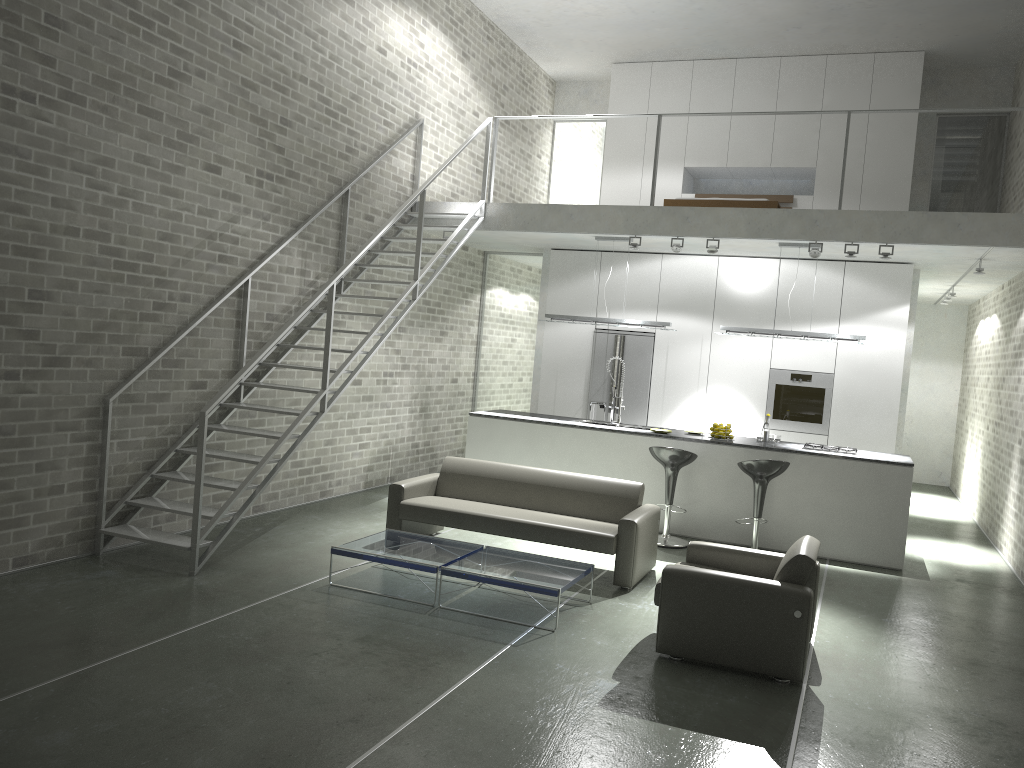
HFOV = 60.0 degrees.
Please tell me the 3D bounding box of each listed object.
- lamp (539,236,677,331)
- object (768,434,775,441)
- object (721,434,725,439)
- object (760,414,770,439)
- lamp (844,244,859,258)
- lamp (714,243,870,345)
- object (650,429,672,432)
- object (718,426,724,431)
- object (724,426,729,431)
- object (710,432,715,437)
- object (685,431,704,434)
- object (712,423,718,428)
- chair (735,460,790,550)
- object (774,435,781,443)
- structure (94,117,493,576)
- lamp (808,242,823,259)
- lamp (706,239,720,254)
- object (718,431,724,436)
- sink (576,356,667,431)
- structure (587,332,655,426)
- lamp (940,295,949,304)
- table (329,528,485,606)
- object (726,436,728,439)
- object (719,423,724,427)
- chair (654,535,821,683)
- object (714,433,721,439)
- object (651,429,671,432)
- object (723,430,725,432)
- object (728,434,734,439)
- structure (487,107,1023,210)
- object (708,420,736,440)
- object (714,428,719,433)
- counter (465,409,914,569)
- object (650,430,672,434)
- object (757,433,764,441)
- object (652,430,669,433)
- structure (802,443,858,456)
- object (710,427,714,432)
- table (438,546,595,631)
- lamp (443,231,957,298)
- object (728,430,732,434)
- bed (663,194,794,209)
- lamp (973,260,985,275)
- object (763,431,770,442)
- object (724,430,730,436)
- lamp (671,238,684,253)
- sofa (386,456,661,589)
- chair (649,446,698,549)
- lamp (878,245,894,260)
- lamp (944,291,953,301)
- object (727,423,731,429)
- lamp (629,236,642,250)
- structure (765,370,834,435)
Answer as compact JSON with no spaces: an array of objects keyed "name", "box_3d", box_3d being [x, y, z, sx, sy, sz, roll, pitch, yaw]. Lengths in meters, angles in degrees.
[{"name":"lamp","box_3d":[1.074,-1.116,9.682,1.490,0.964,0.290,6,3,21]},{"name":"object","box_3d":[2.673,0.552,9.125,0.064,0.070,0.063,3,3,-31]},{"name":"object","box_3d":[2.109,0.524,8.844,0.051,0.053,0.063,6,3,19]},{"name":"object","box_3d":[2.595,0.442,8.991,0.088,0.288,0.101,3,3,-38]},{"name":"lamp","box_3d":[3.263,-1.279,8.525,0.109,0.135,0.109,4,3,-20]},{"name":"lamp","box_3d":[2.867,-0.935,8.973,1.490,0.964,0.290,6,3,21]},{"name":"object","box_3d":[1.511,0.479,8.987,0.217,0.017,0.216,3,3,-36]},{"name":"object","box_3d":[2.087,0.447,8.844,0.061,0.052,0.053,6,3,25]},{"name":"object","box_3d":[2.145,0.440,8.855,0.051,0.053,0.063,6,3,24]},{"name":"object","box_3d":[2.027,0.506,8.926,0.060,0.057,0.052,5,3,13]},{"name":"object","box_3d":[1.909,0.509,9.267,0.217,0.017,0.216,2,3,-43]},{"name":"object","box_3d":[2.043,0.417,8.902,0.053,0.051,0.063,3,3,-31]},{"name":"chair","box_3d":[2.230,1.117,8.007,0.457,0.931,0.464,5,3,2]},{"name":"object","box_3d":[2.705,0.558,9.038,0.064,0.070,0.063,6,3,29]},{"name":"structure","box_3d":[-1.609,-0.870,8.093,0.902,4.246,4.345,6,3,21]},{"name":"lamp","box_3d":[2.951,-1.300,8.630,0.131,0.154,0.098,6,3,21]},{"name":"lamp","box_3d":[2.042,-1.395,9.019,0.115,0.151,0.115,4,3,-26]},{"name":"object","box_3d":[2.077,0.494,8.820,0.061,0.054,0.052,4,3,-11]},{"name":"sink","box_3d":[1.182,0.216,9.511,0.987,1.023,0.546,6,3,21]},{"name":"structure","box_3d":[1.303,0.342,10.919,0.743,1.900,0.160,6,3,21]},{"name":"lamp","box_3d":[6.268,-1.220,12.845,0.109,0.135,0.109,3,3,-26]},{"name":"table","box_3d":[-0.730,1.279,6.287,0.820,0.270,0.800,6,3,21]},{"name":"object","box_3d":[2.146,0.525,8.916,0.061,0.055,0.050,3,3,-33]},{"name":"object","box_3d":[2.103,0.419,8.909,0.051,0.053,0.063,5,3,13]},{"name":"chair","box_3d":[1.382,1.268,5.443,0.910,0.717,0.963,6,3,21]},{"name":"object","box_3d":[2.061,0.517,8.876,0.064,0.063,0.074,6,3,32]},{"name":"object","box_3d":[1.511,0.474,8.987,0.217,0.017,0.216,3,3,-36]},{"name":"object","box_3d":[2.120,0.484,8.875,0.051,0.053,0.062,6,3,19]},{"name":"object","box_3d":[2.189,0.529,8.876,0.062,0.052,0.053,3,3,-39]},{"name":"structure","box_3d":[2.350,-2.225,8.883,5.560,0.972,0.070,6,3,21]},{"name":"object","box_3d":[2.109,0.462,8.909,0.189,0.174,0.207,4,3,-23]},{"name":"object","box_3d":[2.054,0.464,8.889,0.062,0.053,0.052,4,3,-17]},{"name":"counter","box_3d":[1.696,0.985,9.195,4.400,0.960,0.900,6,3,21]},{"name":"object","box_3d":[1.510,0.488,8.988,0.217,0.017,0.216,3,3,-36]},{"name":"object","box_3d":[2.547,0.543,9.096,0.064,0.070,0.063,3,3,-31]},{"name":"object","box_3d":[1.510,0.483,8.988,0.217,0.017,0.216,3,3,-36]},{"name":"structure","box_3d":[3.099,0.626,8.631,0.500,0.038,0.500,6,3,21]},{"name":"object","box_3d":[2.023,0.457,8.942,0.053,0.051,0.063,4,3,-20]},{"name":"table","box_3d":[0.046,1.357,5.980,0.820,0.270,0.800,6,3,21]},{"name":"lamp","box_3d":[2.542,-1.444,10.893,6.854,0.136,0.110,4,3,-14]},{"name":"object","box_3d":[2.179,0.477,8.895,0.061,0.054,0.053,3,3,-32]},{"name":"bed","box_3d":[2.833,-2.231,11.457,1.341,0.792,1.957,6,3,21]},{"name":"lamp","box_3d":[4.733,-1.178,8.970,0.109,0.132,0.109,3,3,-26]},{"name":"object","box_3d":[2.576,0.532,8.986,0.060,0.106,0.060,5,3,15]},{"name":"object","box_3d":[2.139,0.490,8.851,0.061,0.055,0.051,4,3,-9]},{"name":"lamp","box_3d":[1.698,-1.428,9.132,0.115,0.151,0.115,4,3,-26]},{"name":"sofa","box_3d":[0.083,1.079,7.256,2.114,0.717,0.902,6,3,21]},{"name":"chair","box_3d":[1.484,1.040,8.339,0.457,0.931,0.464,7,3,35]},{"name":"lamp","box_3d":[3.548,-1.250,8.413,0.109,0.135,0.109,4,3,-20]},{"name":"lamp","box_3d":[6.042,-1.216,12.272,0.109,0.132,0.109,3,3,-26]},{"name":"object","box_3d":[2.179,0.427,8.913,0.050,0.060,0.059,5,3,11]},{"name":"lamp","box_3d":[1.289,-1.478,9.302,0.109,0.136,0.109,4,3,-26]},{"name":"structure","box_3d":[3.270,0.204,10.110,0.692,0.680,0.036,6,3,21]}]
